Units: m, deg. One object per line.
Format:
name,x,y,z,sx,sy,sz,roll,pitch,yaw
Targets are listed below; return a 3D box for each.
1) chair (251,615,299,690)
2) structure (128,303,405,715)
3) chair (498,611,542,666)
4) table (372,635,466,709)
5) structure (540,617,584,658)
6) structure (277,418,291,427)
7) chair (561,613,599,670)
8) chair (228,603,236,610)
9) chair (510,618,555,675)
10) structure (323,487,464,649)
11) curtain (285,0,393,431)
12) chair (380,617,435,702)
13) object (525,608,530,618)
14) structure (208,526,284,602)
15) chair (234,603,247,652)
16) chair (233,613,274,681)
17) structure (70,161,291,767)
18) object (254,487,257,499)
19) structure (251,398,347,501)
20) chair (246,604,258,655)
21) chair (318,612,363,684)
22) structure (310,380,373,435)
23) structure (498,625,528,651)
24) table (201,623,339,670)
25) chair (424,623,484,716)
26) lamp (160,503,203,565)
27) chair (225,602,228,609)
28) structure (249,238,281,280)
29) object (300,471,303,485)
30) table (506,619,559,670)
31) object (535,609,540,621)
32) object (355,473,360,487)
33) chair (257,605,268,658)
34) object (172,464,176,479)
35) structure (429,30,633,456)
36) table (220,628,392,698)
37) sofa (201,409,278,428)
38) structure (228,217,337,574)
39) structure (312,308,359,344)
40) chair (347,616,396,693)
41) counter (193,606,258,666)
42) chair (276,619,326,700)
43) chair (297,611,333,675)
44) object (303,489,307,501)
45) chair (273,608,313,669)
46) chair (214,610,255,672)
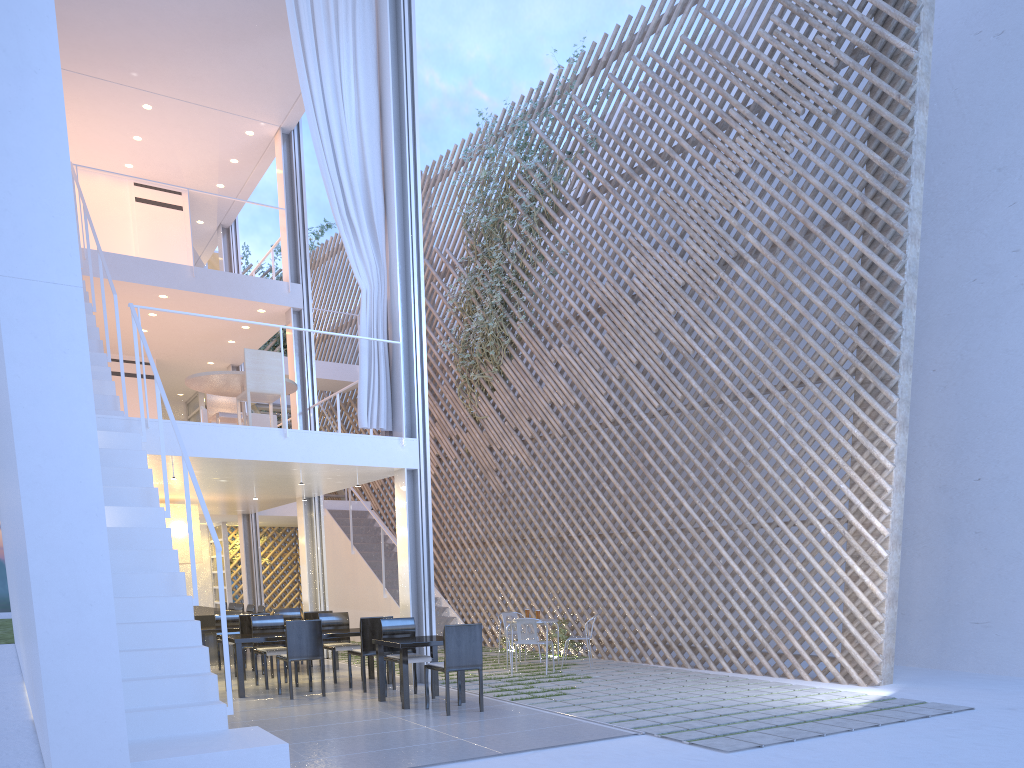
chair,-1.397,1.577,4.845,0.189,0.445,0.235,-5,5,-32
structure,-0.802,0.466,3.676,1.355,1.812,1.438,-2,1,-32
chair,0.034,1.809,5.867,0.260,0.385,0.245,-2,3,-32
table,-0.465,1.449,4.158,0.358,0.335,0.353,1,-3,-32
structure,0.376,1.938,6.285,0.317,0.327,0.293,-2,-1,43
structure,-2.016,0.658,6.997,0.027,0.555,1.725,-7,-6,-33
chair,0.463,1.726,5.537,0.249,0.385,0.256,-1,2,8
chair,-2.614,2.182,7.399,0.237,0.445,0.187,-4,6,-34
chair,0.121,1.663,5.235,0.263,0.386,0.242,0,3,13
structure,-1.421,1.470,7.604,1.167,1.985,1.968,-4,0,-39
curtain,-0.907,-0.973,4.344,0.505,2.461,0.095,-6,11,-33
chair,-0.543,1.437,4.297,0.189,0.445,0.235,-5,5,-32
object,0.105,1.574,5.635,0.031,0.078,0.030,0,6,13
structure,-3.119,1.980,9.792,1.132,2.030,0.284,-3,9,-30
chair,-2.452,2.112,7.104,0.237,0.445,0.188,-4,6,-36
chair,-1.668,1.681,5.280,0.189,0.445,0.235,-5,5,-32
structure,-1.355,-0.008,4.107,1.709,3.347,3.674,-4,-1,-32
object,-1.712,0.727,5.479,0.029,0.080,0.028,-3,7,-20
structure,-2.393,0.456,9.105,0.525,1.914,1.252,-7,6,-38
chair,-2.265,2.044,6.824,0.237,0.445,0.187,-4,6,-33
chair,-1.047,1.619,5.055,0.189,0.445,0.235,-5,5,-32
structure,-1.045,0.285,5.438,0.027,0.556,1.723,-7,-6,-33
structure,0.020,2.102,6.828,0.265,0.263,0.263,0,-2,-24
table,-1.659,1.789,5.551,0.915,0.331,0.353,5,-5,-31
chair,-0.279,1.335,3.872,0.189,0.445,0.235,-5,5,-32
lamp,-3.057,1.301,6.853,0.446,0.423,2.338,0,-11,-32
chair,-2.789,2.250,7.686,0.238,0.446,0.187,-3,6,-29
structure,-2.039,-0.729,6.772,0.027,0.555,1.725,-7,-6,-33
object,-1.189,0.527,4.639,0.029,0.080,0.028,-3,7,-20
table,0.140,1.760,5.570,0.349,0.337,0.346,-2,-2,21
object,0.171,1.531,5.452,0.031,0.078,0.030,0,6,13
object,-2.086,1.035,5.172,1.671,0.819,1.866,5,-11,-33
chair,-2.091,1.975,6.536,0.237,0.446,0.187,-3,6,-30
object,-1.766,0.457,4.292,0.029,0.080,0.028,-3,7,-20
structure,0.056,-0.845,6.463,0.724,2.762,2.361,-8,4,-41
table,-1.168,1.600,4.763,0.915,0.331,0.353,5,-5,-31
sofa,-2.088,0.474,5.994,0.498,0.368,0.997,2,-10,-32
structure,-3.144,0.512,10.508,1.095,4.589,3.292,-7,4,-35
structure,-2.014,-0.457,7.951,1.139,0.573,0.026,4,5,-31
chair,-0.801,1.524,4.659,0.189,0.445,0.235,-5,5,-32
counter,-2.911,2.131,7.068,0.814,0.372,2.554,4,-13,-31
chair,-1.150,1.482,4.449,0.189,0.445,0.235,-5,5,-32
chair,-1.319,1.723,5.491,0.189,0.445,0.235,-5,5,-32
object,-1.426,0.762,5.651,0.029,0.080,0.028,-3,7,-20
chair,-1.565,1.818,5.887,0.189,0.445,0.235,-5,5,-32
chair,-1.914,1.776,5.676,0.189,0.445,0.235,-5,5,-32
